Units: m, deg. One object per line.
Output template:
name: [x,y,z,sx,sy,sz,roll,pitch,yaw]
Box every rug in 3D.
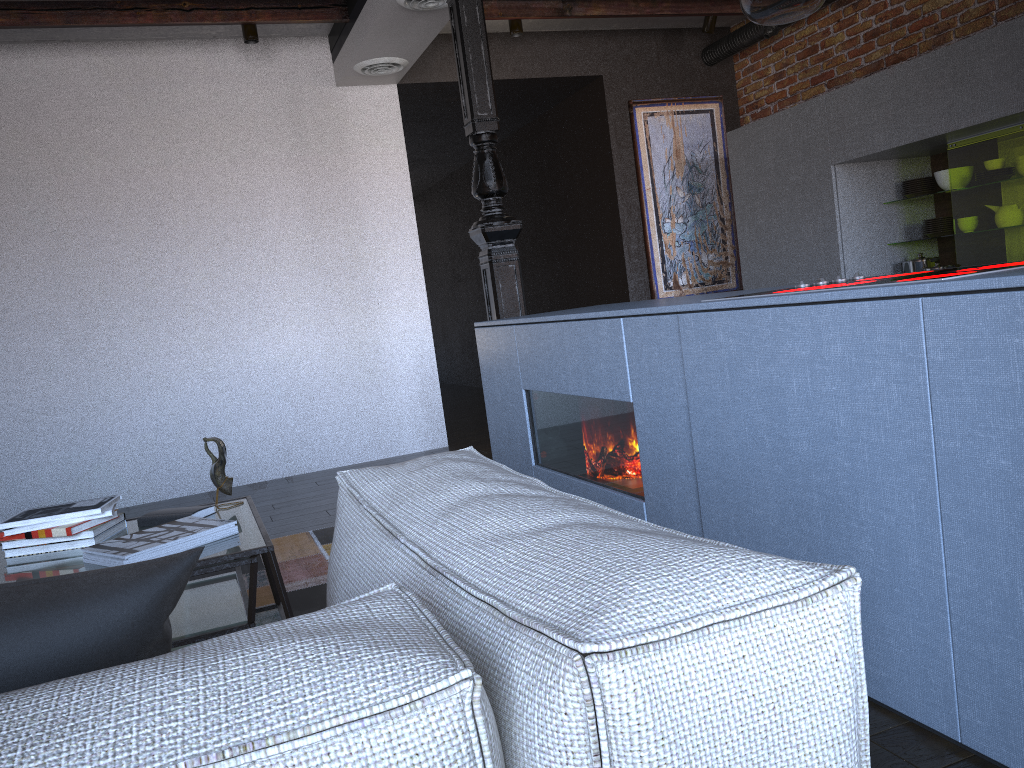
rug: [-0.891,0.776,2.765,1.431,0.013,2.363,-10,5,-20]

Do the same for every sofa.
sofa: [-1.369,0.601,1.842,2.535,0.698,3.300,-10,6,-20]

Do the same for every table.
table: [-1.025,0.619,2.352,0.842,0.389,0.848,-10,6,-20]

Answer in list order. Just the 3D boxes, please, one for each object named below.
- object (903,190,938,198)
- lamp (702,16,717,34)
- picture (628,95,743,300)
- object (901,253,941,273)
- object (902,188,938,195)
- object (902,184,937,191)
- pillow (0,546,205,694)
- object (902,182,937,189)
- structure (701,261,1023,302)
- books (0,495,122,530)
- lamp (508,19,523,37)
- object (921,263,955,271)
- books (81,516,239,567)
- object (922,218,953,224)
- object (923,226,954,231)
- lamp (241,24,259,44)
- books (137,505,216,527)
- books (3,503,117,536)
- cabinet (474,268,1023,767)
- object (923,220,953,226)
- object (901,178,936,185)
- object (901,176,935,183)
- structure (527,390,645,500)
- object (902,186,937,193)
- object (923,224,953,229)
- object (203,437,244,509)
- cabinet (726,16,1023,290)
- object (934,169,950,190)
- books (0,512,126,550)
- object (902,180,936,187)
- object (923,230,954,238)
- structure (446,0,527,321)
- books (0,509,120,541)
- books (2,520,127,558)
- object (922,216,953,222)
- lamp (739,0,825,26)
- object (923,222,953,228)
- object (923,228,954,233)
object: [2.285,-1.057,4.965,0.180,0.027,0.180,-4,7,38]
lamp: [1.322,-2.447,5.937,0.130,0.207,0.091,-3,7,42]
picture: [1.295,-1.370,6.561,0.780,1.471,0.067,-10,6,-20]
object: [2.284,-0.641,4.950,0.193,0.178,0.208,-6,6,22]
object: [2.283,-1.068,4.964,0.180,0.027,0.180,-4,7,38]
object: [2.280,-1.089,4.961,0.180,0.027,0.180,-4,7,38]
pillow: [-0.570,0.325,0.860,0.538,0.417,0.238,-11,6,-30]
object: [2.279,-1.099,4.960,0.180,0.027,0.180,-4,7,38]
structure: [0.849,-0.224,1.982,0.504,0.057,0.763,-10,5,-20]
books: [-1.253,0.355,2.468,0.268,0.014,0.196,-8,5,-9]
lamp: [0.005,-2.237,5.453,0.114,0.184,0.082,-4,7,35]
object: [2.271,-0.587,4.726,0.159,0.117,0.172,-6,6,22]
books: [-0.891,0.399,2.254,0.225,0.038,0.308,-3,7,40]
object: [2.351,-0.887,4.863,0.180,0.027,0.180,-4,7,38]
object: [2.356,-0.845,4.867,0.180,0.027,0.180,-4,7,38]
lamp: [-1.476,-1.989,4.923,0.120,0.184,0.082,-6,6,22]
books: [-0.978,0.382,2.592,0.182,0.029,0.129,-6,5,17]
books: [-1.251,0.370,2.470,0.268,0.014,0.196,-10,6,-21]
cabinet: [0.688,0.161,2.582,0.607,0.844,2.959,-10,6,-20]
object: [2.352,-0.877,4.864,0.180,0.027,0.180,-4,7,38]
object: [2.276,-1.121,4.958,0.180,0.027,0.180,-4,7,38]
object: [2.275,-1.131,4.957,0.180,0.027,0.180,-4,7,38]
structure: [0.388,0.186,3.064,0.332,0.394,0.943,-10,6,-20]
object: [2.282,-1.078,4.962,0.180,0.027,0.180,-4,7,38]
object: [2.355,-0.855,4.866,0.180,0.027,0.180,-4,7,38]
object: [-0.890,0.263,2.683,0.099,0.223,0.093,-6,6,20]
cabinet: [2.564,-0.709,3.990,0.713,1.809,4.173,-10,6,-20]
object: [2.367,-1.090,4.744,0.191,0.113,0.191,-9,5,-11]
books: [-1.248,0.409,2.477,0.251,0.023,0.209,-8,5,0]
object: [2.278,-1.110,4.959,0.180,0.027,0.180,-4,7,38]
object: [2.359,-0.824,4.869,0.180,0.027,0.180,-4,7,38]
structure: [-3.120,-0.023,1.589,8.508,2.395,0.481,-12,7,-39]
books: [-1.251,0.390,2.451,0.239,0.023,0.190,-6,5,15]
books: [-1.243,0.431,2.479,0.247,0.024,0.209,-8,5,0]
object: [2.349,-0.897,4.862,0.180,0.027,0.180,-4,7,38]
lamp: [0.562,-1.304,1.973,0.195,0.956,0.197,-7,6,10]
object: [2.354,-0.866,4.865,0.180,0.027,0.180,-4,7,38]
object: [2.358,-0.834,4.868,0.180,0.027,0.180,-4,7,38]
